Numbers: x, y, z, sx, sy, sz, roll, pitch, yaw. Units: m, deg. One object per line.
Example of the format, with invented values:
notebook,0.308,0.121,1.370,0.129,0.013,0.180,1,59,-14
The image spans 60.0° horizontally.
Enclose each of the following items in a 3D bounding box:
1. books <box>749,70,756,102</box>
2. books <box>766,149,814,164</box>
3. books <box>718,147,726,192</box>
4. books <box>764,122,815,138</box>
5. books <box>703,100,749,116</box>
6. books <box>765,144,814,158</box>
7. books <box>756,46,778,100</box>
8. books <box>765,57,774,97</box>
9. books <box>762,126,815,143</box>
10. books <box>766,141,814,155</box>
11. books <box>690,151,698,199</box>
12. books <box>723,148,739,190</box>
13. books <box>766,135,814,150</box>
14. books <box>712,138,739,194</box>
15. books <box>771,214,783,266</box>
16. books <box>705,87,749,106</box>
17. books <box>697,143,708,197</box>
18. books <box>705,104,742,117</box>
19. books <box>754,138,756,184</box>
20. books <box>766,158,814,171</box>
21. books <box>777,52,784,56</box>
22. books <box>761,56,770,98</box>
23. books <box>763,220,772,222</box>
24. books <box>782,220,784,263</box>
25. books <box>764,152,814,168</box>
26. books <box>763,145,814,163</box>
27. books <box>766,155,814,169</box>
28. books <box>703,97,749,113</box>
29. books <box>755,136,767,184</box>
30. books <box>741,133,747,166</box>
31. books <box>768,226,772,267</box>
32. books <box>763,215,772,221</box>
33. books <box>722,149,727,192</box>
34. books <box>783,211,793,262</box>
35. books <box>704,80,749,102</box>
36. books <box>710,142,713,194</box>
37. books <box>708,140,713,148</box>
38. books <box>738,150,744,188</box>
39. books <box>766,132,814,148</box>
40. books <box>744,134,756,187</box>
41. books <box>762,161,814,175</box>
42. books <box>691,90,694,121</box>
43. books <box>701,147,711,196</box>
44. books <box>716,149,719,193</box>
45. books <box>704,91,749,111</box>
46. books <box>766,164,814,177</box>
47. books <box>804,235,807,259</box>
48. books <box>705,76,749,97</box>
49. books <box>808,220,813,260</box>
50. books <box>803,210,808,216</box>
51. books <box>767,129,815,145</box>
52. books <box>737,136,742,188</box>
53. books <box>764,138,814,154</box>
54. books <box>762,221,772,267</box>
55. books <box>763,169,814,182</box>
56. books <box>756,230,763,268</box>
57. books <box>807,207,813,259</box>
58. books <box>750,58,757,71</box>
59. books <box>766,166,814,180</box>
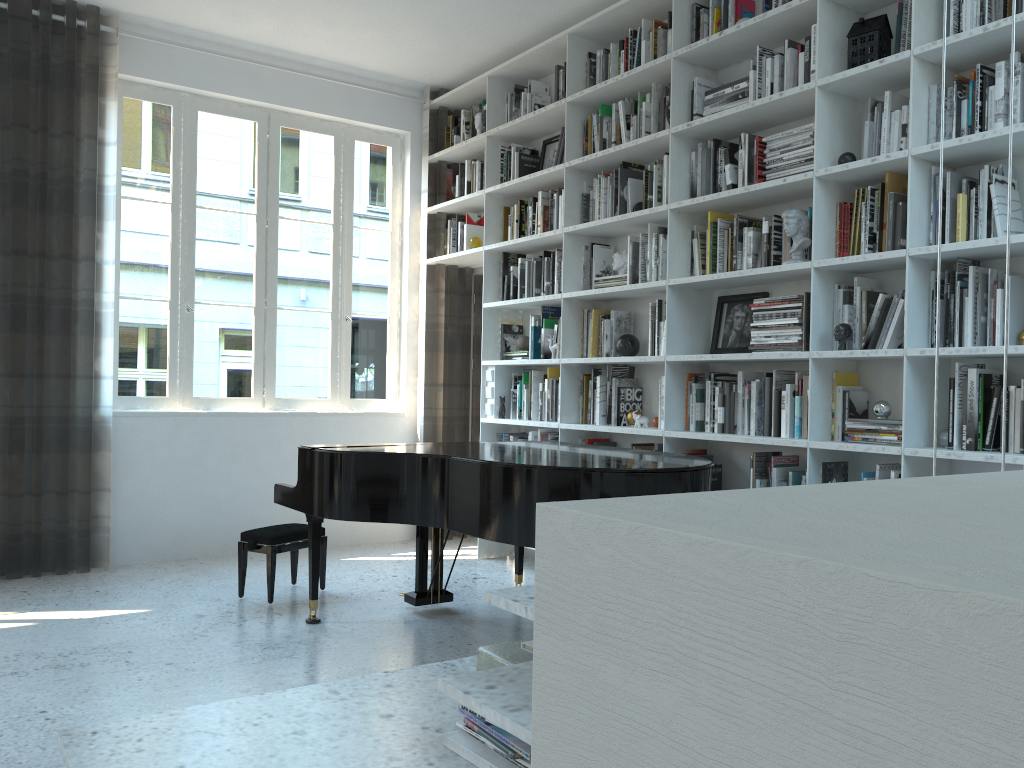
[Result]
books,1.163,-1.327,4.079,0.193,0.187,0.025,1,0,-34
books,1.280,-0.993,3.925,0.161,0.012,0.254,1,0,-33
books,1.051,-0.993,4.247,0.172,0.250,0.014,1,0,-34
books,1.280,-1.104,3.924,0.159,0.012,0.285,1,0,-32
books,1.073,-1.301,4.229,0.159,0.012,0.285,1,0,-37
books,1.277,-1.018,3.923,0.161,0.012,0.254,1,0,-37
books,1.178,-1.376,4.037,0.190,0.284,0.011,1,0,-34
books,1.217,-1.341,4.003,0.190,0.216,0.027,1,0,-34
books,1.274,-1.092,3.920,0.159,0.012,0.285,1,0,-39
books,1.279,-1.030,3.924,0.161,0.012,0.254,1,0,-32
books,0.953,-1.003,4.393,0.170,0.267,0.026,1,0,-34
books,1.076,-0.986,4.201,0.153,0.236,0.066,1,0,-34
books,1.274,-1.054,3.920,0.161,0.012,0.254,1,0,-29
books,1.032,-1.018,4.278,0.179,0.300,0.011,1,0,-34
books,1.222,-0.621,3.952,0.186,0.245,0.012,1,0,-34
books,1.074,-1.356,4.227,0.161,0.025,0.254,1,0,-38
books,0.982,-1.017,4.348,0.179,0.297,0.026,1,0,-34
books,1.073,-1.289,4.229,0.161,0.012,0.254,1,0,-37
books,1.174,-0.989,4.060,0.183,0.245,0.015,1,0,-34
books,1.277,-0.957,3.924,0.161,0.012,0.254,1,0,-32
books,1.238,-1.355,3.994,0.131,0.244,0.012,1,0,-34
books,1.200,-1.352,4.033,0.171,0.237,0.021,1,0,-34
books,1.199,-0.615,4.020,0.175,0.234,0.010,1,0,-34
books,1.262,-0.612,3.957,0.143,0.230,0.025,1,0,-34
books,1.280,-0.981,3.926,0.159,0.012,0.285,1,0,-33
books,1.276,-1.005,3.923,0.159,0.012,0.285,1,0,-31
books,1.278,-0.969,3.924,0.161,0.012,0.254,1,0,-36
books,1.076,-1.313,4.231,0.159,0.012,0.285,1,0,-36
books,1.172,-0.990,4.041,0.176,0.247,0.013,1,0,-34
books,1.137,-1.013,4.127,0.162,0.291,0.049,1,0,-34
books,1.219,-0.598,3.975,0.178,0.200,0.029,1,0,-34
books,1.196,-0.627,4.032,0.161,0.258,0.014,1,0,-34
books,1.059,-0.988,4.237,0.147,0.239,0.011,1,0,-34
books,1.261,-0.627,3.926,0.150,0.258,0.025,1,0,-34
books,1.078,-1.380,4.229,0.159,0.024,0.285,1,0,-32
books,1.027,-1.016,4.299,0.151,0.295,0.029,1,0,-34
books,1.008,-1.025,4.342,0.133,0.313,0.014,1,0,-34
books,1.119,-0.976,4.149,0.148,0.216,0.024,1,0,-34
books,1.279,-1.068,3.924,0.161,0.012,0.254,1,0,-32
books,1.145,-1.002,4.090,0.191,0.269,0.021,1,0,-34
books,1.275,-0.945,3.923,0.159,0.012,0.285,1,0,-37
books,0.952,-1.337,4.385,0.167,0.201,0.027,1,0,-34
books,0.997,-1.002,4.311,0.185,0.266,0.025,1,0,-34
books,1.040,-0.994,4.270,0.153,0.252,0.011,1,0,-34
books,1.071,-1.331,4.225,0.159,0.024,0.285,1,0,-29
books,1.279,-0.933,3.926,0.161,0.012,0.254,1,0,-35
books,1.309,-0.598,3.868,0.149,0.201,0.035,1,0,-34
books,1.082,-1.404,4.232,0.159,0.024,0.285,1,0,-34
books,1.332,-0.599,3.840,0.145,0.205,0.012,1,0,-34
books,1.295,-0.626,3.893,0.126,0.259,0.024,1,0,-34
books,1.283,-1.080,3.926,0.161,0.012,0.254,1,0,-34
books,1.112,-1.010,4.172,0.130,0.285,0.022,1,0,-34
books,1.281,-1.042,3.925,0.159,0.012,0.285,1,0,-35
books,1.201,-0.610,3.998,0.185,0.224,0.029,1,0,-34
books,1.279,-0.908,3.926,0.159,0.012,0.285,1,0,-33
books,1.186,-0.598,4.064,0.145,0.199,0.050,1,0,-34
books,1.330,-0.628,3.853,0.135,0.263,0.014,1,0,-34
books,1.157,-1.361,4.096,0.161,0.254,0.012,1,0,-34
books,1.280,-0.921,3.927,0.161,0.012,0.254,1,0,-34
